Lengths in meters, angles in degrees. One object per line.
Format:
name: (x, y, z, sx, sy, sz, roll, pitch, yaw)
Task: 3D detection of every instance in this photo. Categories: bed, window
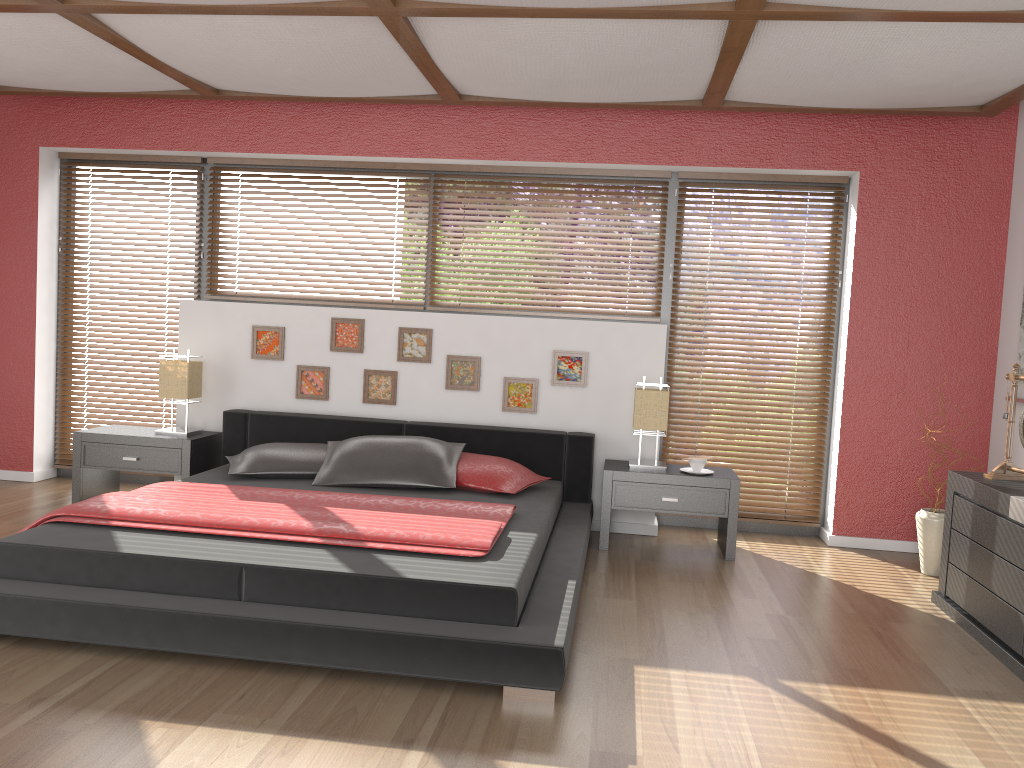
bed: (-0.900, 0.551, 3.994, 2.469, 0.577, 2.413, 3, 4, 7)
window: (-2.457, -0.463, 5.749, 0.889, 1.893, 0.020, 3, 4, 7)
window: (1.408, -0.227, 5.272, 0.889, 1.893, 0.020, 3, 4, 7)
window: (-0.494, -0.886, 5.476, 2.817, 0.786, 0.020, 3, 4, 7)

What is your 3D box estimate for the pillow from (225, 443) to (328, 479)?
pillow: (-1.126, 0.405, 4.686, 0.745, 0.172, 0.418, 2, 4, -18)

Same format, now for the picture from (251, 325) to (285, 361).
picture: (-1.452, -0.244, 5.276, 0.200, 0.200, 0.010, 3, 4, 7)

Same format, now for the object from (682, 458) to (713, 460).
object: (0.979, 0.395, 4.684, 0.192, 0.007, 0.007, 1, 4, -24)

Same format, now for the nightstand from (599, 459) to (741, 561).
nightstand: (0.838, 0.669, 4.790, 0.700, 0.423, 0.413, 3, 4, 7)

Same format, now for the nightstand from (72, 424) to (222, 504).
nightstand: (-2.111, 0.489, 5.154, 0.700, 0.423, 0.413, 3, 4, 7)

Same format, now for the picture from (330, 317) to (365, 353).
picture: (-0.969, -0.286, 5.213, 0.200, 0.200, 0.010, 3, 4, 7)

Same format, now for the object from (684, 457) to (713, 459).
object: (0.989, 0.394, 4.705, 0.192, 0.007, 0.007, 1, 4, -28)

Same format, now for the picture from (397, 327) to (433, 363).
picture: (-0.566, -0.226, 5.165, 0.200, 0.200, 0.010, 3, 4, 7)

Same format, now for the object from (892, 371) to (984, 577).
object: (2.112, 0.449, 4.495, 0.422, 1.035, 0.364, 2, 4, -18)

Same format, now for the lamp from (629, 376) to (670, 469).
lamp: (0.750, 0.200, 4.815, 0.200, 0.480, 0.200, 3, 4, 7)

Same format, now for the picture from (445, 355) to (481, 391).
picture: (-0.283, -0.063, 5.138, 0.200, 0.200, 0.010, 3, 4, 7)

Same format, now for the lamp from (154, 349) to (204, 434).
lamp: (-1.923, 0.037, 5.145, 0.200, 0.480, 0.200, 3, 4, 7)

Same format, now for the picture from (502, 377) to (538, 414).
picture: (0.047, 0.065, 5.104, 0.200, 0.200, 0.010, 3, 4, 7)

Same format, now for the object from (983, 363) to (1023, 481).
object: (2.148, 0.172, 3.582, 0.173, 0.498, 0.490, 3, 4, -8)

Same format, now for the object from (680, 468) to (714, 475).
object: (0.981, 0.464, 4.705, 0.179, 0.012, 0.179, 5, 4, 32)

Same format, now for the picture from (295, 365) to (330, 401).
picture: (-1.182, -0.007, 5.256, 0.200, 0.200, 0.010, 3, 4, 7)

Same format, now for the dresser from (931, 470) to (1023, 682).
dresser: (2.079, 0.749, 3.119, 0.540, 0.608, 1.740, 3, 4, 7)

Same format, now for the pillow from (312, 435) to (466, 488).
pillow: (-0.627, 0.390, 4.535, 0.744, 0.241, 0.386, 3, 4, 2)

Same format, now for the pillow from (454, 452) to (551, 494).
pillow: (-0.216, 0.457, 4.628, 0.745, 0.172, 0.418, 5, 4, 26)

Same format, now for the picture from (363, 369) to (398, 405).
picture: (-0.775, 0.019, 5.205, 0.200, 0.200, 0.010, 3, 4, 7)

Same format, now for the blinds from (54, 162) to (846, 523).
blinds: (-0.536, -0.305, 5.445, 4.840, 1.952, 0.032, 3, 4, 7)

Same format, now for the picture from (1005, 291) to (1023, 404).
picture: (2.595, -0.523, 4.272, 0.028, 1.270, 0.701, 3, 4, 7)

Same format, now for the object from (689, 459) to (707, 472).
object: (0.982, 0.432, 4.702, 0.099, 0.069, 0.099, 5, 4, 32)

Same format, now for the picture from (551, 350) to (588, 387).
picture: (0.329, -0.087, 5.059, 0.200, 0.200, 0.010, 3, 4, 7)
